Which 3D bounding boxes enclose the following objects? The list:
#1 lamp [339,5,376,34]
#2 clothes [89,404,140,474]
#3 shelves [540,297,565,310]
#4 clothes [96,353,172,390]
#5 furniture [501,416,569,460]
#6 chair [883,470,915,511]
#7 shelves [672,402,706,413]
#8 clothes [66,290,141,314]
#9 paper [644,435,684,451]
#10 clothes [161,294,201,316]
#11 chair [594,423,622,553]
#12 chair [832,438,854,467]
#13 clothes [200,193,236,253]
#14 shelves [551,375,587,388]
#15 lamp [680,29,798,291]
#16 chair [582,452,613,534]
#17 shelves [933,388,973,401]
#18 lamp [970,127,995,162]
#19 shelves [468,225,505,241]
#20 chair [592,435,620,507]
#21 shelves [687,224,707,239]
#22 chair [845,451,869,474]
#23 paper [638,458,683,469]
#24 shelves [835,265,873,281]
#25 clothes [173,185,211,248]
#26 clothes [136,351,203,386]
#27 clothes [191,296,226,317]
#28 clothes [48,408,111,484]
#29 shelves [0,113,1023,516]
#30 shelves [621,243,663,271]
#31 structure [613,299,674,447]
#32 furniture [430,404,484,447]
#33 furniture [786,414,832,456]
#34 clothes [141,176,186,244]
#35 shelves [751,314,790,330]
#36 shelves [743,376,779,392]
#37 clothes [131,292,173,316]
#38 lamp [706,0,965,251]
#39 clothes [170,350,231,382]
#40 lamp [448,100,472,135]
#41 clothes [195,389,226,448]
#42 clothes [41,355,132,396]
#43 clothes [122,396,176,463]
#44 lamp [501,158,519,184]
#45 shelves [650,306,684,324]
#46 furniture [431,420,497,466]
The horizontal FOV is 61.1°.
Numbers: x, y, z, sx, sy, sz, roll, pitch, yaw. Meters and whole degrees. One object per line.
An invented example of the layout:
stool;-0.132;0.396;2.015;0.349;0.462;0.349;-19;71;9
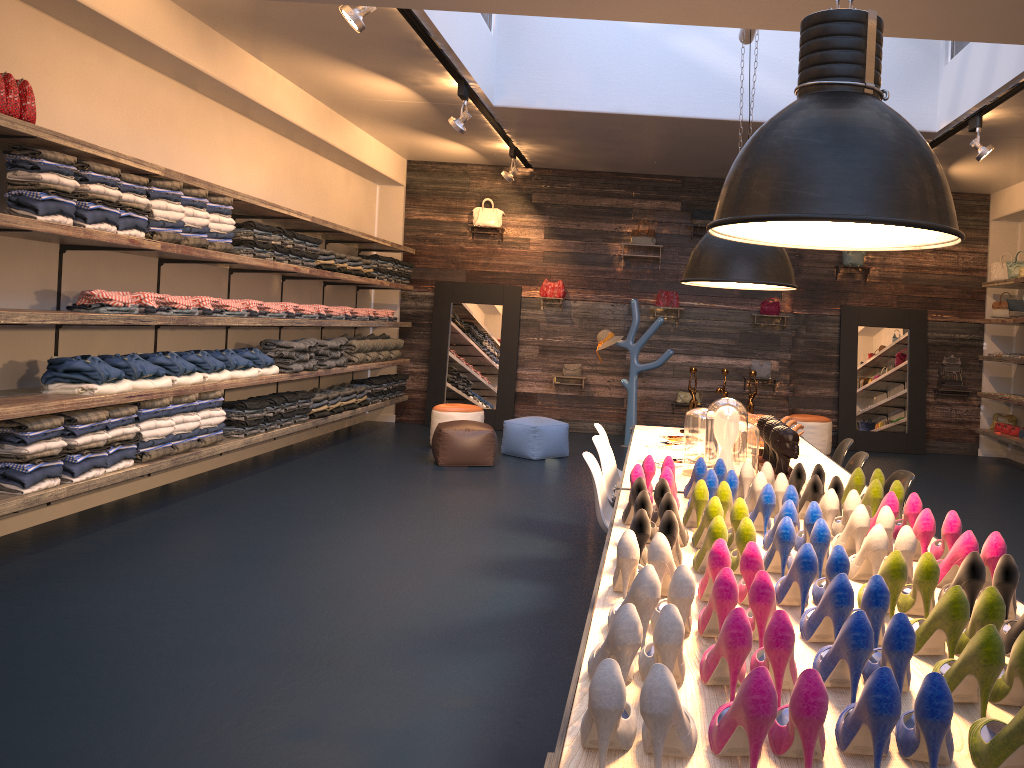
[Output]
lamp;-0.902;-2.208;5.116;0.260;0.327;0.166;2;1;-40
clothes;-2.510;0.325;5.390;0.247;0.411;0.328;3;2;13
shelves;0.532;-1.065;11.521;0.302;0.157;0.247;3;3;4
clothes;-2.531;-0.088;5.709;0.403;0.240;0.451;4;3;21
furniture;0.260;0.567;9.450;0.596;0.423;0.702;6;4;44
chair;1.739;0.833;4.396;0.551;0.801;0.461;3;1;-2
shelves;2.345;0.333;11.522;0.450;0.157;0.246;3;3;2
clothes;-2.554;-0.512;5.464;0.332;0.159;0.337;5;4;26
paper;1.052;0.367;5.483;0.322;0.014;0.750;5;4;16
clothes;-2.433;-0.558;6.187;0.332;0.159;0.337;5;4;26
chair;0.796;0.679;5.760;0.542;0.801;0.468;3;1;3
chair;1.962;0.748;5.739;0.538;0.801;0.472;3;1;6
clothes;-2.255;-1.201;6.460;0.258;0.455;0.348;4;1;19
shelves;0.758;-0.032;11.520;0.450;0.143;0.246;3;3;2
lamp;1.376;-1.398;5.127;0.643;1.647;0.756;4;1;41
chair;0.612;0.766;4.415;0.542;0.801;0.468;3;1;3
shelves;5.849;0.149;11.537;0.450;0.157;0.246;3;3;2
lamp;4.144;-2.101;7.668;0.196;0.327;0.221;2;1;-41
shelves;-0.340;-2.001;11.524;0.450;0.157;0.246;3;3;2
chair;0.725;0.724;5.083;0.529;0.801;0.480;4;1;12
shelves;2.548;-2.013;11.530;0.450;0.179;0.246;3;3;2
chair;1.788;0.787;5.074;0.542;0.801;0.468;3;1;3
paper;1.012;0.419;4.735;0.784;0.014;0.307;-1;6;-44
shelves;4.531;-1.470;11.533;0.450;0.177;0.246;3;3;2
clothes;-2.316;-1.178;6.098;0.258;0.455;0.348;4;1;19
clothes;-2.463;-0.113;6.112;0.421;0.240;0.433;4;3;5
clothes;-2.354;-0.584;6.523;0.321;0.154;0.351;3;3;0
clothes;-2.540;0.348;5.058;0.247;0.411;0.328;3;2;13
shelves;0.976;0.083;3.097;8.550;2.225;17.042;4;4;7
shelves;1.720;-1.684;11.526;0.556;0.317;0.246;3;1;1
structure;1.522;-0.135;10.584;0.899;1.808;0.185;4;0;30
furniture;-0.608;0.472;9.659;0.571;0.480;0.590;4;2;8
furniture;3.712;0.635;10.868;0.571;0.480;0.590;4;2;8
clothes;-2.371;-1.157;5.769;0.258;0.455;0.348;4;1;19
shelves;3.429;-0.822;11.551;0.493;0.184;0.202;3;2;1
shelves;3.297;0.007;11.527;0.450;0.183;0.246;3;3;2
clothes;-2.474;-0.539;5.800;0.321;0.154;0.351;3;3;0
lamp;0.925;-1.226;2.408;0.712;1.647;0.687;3;0;-4
clothes;-2.394;-0.140;6.523;0.421;0.240;0.433;4;3;5
lamp;-0.464;-2.375;7.742;0.196;0.327;0.221;2;1;-41
clothes;-2.324;0.241;6.456;0.258;0.455;0.348;4;1;19
clothes;-2.604;-0.060;5.264;0.421;0.240;0.433;4;3;5
clothes;-2.439;0.285;5.765;0.258;0.455;0.348;4;1;19
lamp;-0.023;-2.542;10.388;0.196;0.327;0.221;2;1;-41
shelves;2.052;-0.914;11.524;0.450;0.210;0.246;3;2;2
furniture;-0.474;0.577;8.724;0.673;0.423;0.626;3;3;-11
